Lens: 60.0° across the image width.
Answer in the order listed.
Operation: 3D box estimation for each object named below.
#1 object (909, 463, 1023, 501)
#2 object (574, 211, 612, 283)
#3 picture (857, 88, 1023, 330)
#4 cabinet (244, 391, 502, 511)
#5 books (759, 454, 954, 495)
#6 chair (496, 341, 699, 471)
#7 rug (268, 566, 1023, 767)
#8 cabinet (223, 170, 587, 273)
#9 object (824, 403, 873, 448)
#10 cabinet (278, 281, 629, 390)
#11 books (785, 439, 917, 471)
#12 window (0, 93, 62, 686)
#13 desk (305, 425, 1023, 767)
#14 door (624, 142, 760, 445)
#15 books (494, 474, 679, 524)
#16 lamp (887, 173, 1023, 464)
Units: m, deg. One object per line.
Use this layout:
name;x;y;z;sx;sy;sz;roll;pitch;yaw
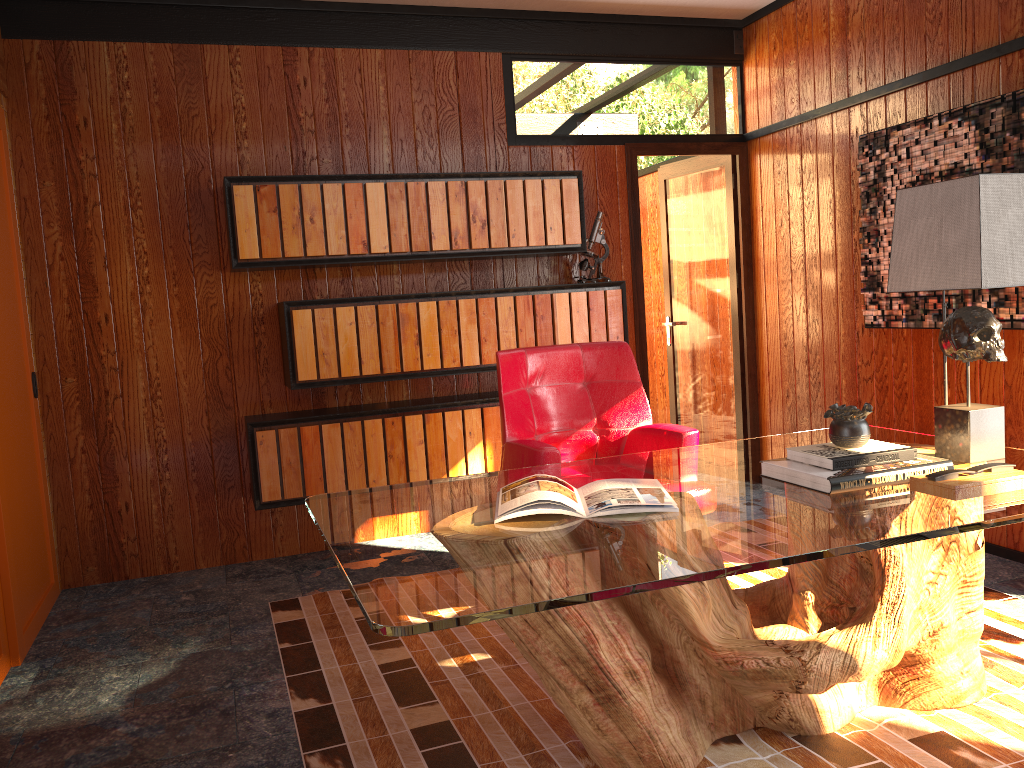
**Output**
object;1.064;0.218;2.052;0.238;0.049;0.135;-6;6;-18
object;0.397;-0.683;4.431;0.181;0.354;0.142;-2;6;18
picture;1.751;-0.661;3.620;0.061;0.873;0.916;-6;6;-18
cabinet;-0.404;0.277;4.266;1.653;0.390;0.321;-6;6;-18
books;0.874;0.216;2.270;0.366;0.040;0.286;-6;6;-18
chair;0.278;0.341;3.273;0.621;0.956;0.839;-6;6;-19
rug;0.558;0.833;2.824;2.439;0.042;2.410;-6;6;-18
cabinet;-0.474;-0.771;4.169;1.653;0.390;0.321;-6;6;-18
object;0.870;0.107;2.294;0.121;0.114;0.118;-6;6;-25
cabinet;-0.251;-0.252;4.282;1.653;0.390;0.321;-6;6;-18
books;0.870;0.180;2.284;0.249;0.029;0.198;-5;5;-17
window;-1.797;-0.070;2.965;0.070;2.164;1.837;-6;6;-18
desk;0.519;0.577;2.265;1.900;0.632;1.150;-6;6;-18
door;0.896;-0.354;5.216;0.751;1.955;0.734;-6;6;-18
books;0.169;0.267;2.168;0.422;0.049;0.300;-4;5;1
lamp;1.230;-0.162;2.333;0.316;0.732;0.316;-6;6;-18
